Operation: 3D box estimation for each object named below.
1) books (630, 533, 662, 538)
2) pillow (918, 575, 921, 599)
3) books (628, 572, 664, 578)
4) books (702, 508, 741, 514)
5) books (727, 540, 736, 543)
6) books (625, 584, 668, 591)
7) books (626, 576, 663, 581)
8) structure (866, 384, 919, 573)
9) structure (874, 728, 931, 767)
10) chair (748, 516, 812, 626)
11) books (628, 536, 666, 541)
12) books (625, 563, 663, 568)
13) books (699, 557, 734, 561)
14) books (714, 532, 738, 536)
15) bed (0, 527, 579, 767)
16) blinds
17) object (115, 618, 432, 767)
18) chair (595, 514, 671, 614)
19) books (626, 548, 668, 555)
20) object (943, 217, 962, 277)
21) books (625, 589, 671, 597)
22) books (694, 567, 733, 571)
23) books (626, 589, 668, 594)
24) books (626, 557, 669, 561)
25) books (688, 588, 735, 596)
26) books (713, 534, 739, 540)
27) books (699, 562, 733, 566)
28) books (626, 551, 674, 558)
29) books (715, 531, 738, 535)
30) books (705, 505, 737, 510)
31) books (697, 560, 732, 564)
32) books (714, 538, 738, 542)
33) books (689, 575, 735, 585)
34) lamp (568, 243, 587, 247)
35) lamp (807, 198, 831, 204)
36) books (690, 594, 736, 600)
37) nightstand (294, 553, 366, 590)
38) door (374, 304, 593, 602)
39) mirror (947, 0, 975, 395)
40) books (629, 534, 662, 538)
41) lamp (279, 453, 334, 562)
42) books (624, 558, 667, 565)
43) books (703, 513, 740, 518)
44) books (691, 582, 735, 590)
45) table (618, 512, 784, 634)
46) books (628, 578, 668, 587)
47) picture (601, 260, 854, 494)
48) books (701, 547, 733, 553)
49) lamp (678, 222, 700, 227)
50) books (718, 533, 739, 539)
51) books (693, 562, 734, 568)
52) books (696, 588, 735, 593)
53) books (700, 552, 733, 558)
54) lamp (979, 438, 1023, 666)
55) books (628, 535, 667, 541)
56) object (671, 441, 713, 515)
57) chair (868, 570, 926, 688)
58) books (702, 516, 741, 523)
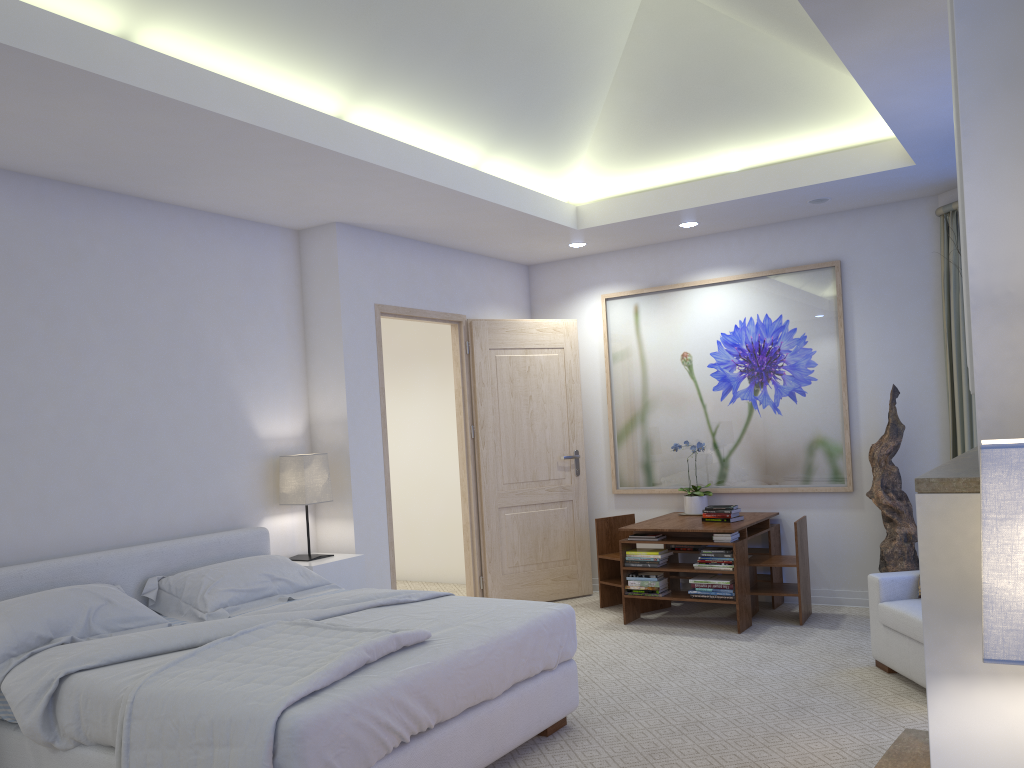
[{"bbox_3d":[0.831,0.943,5.508,0.177,0.009,0.113,-5,-3,33],"label":"books"},{"bbox_3d":[2.042,0.869,4.127,0.285,0.272,0.187,-4,-1,42],"label":"pillow"},{"bbox_3d":[0.832,1.183,5.490,0.198,0.017,0.114,-5,-3,33],"label":"books"},{"bbox_3d":[1.318,0.796,5.565,0.206,0.020,0.124,-6,-4,43],"label":"books"},{"bbox_3d":[1.262,0.916,5.215,0.103,0.013,0.142,-5,-3,33],"label":"books"},{"bbox_3d":[0.835,1.252,5.490,0.233,0.023,0.141,-5,-3,33],"label":"books"},{"bbox_3d":[0.829,1.200,5.495,0.205,0.019,0.119,-5,-3,33],"label":"books"},{"bbox_3d":[2.281,0.697,5.298,0.306,1.394,0.263,-3,0,33],"label":"structure"},{"bbox_3d":[1.054,1.237,2.324,0.329,0.172,1.453,-5,-3,33],"label":"structure"},{"bbox_3d":[1.619,1.132,5.435,0.340,0.610,0.340,-4,0,28],"label":"chair"},{"bbox_3d":[0.839,0.954,5.496,0.201,0.014,0.136,-5,-3,33],"label":"books"},{"bbox_3d":[0.834,1.116,5.504,0.217,0.020,0.157,-5,-3,33],"label":"books"},{"bbox_3d":[1.237,1.029,5.258,0.218,0.017,0.137,-5,-3,33],"label":"books"},{"bbox_3d":[1.262,0.881,5.214,0.100,0.012,0.140,-5,-3,33],"label":"books"},{"bbox_3d":[-0.971,1.097,3.645,2.023,0.815,1.967,-5,-3,32],"label":"bed"},{"bbox_3d":[2.526,0.177,5.057,0.294,2.375,0.643,-3,0,-16],"label":"blinds"},{"bbox_3d":[-0.763,1.100,2.967,0.719,0.466,0.912,-4,-2,29],"label":"object"},{"bbox_3d":[0.816,1.206,5.980,0.340,0.610,0.341,-3,0,-32],"label":"chair"},{"bbox_3d":[0.842,1.042,5.505,0.218,0.019,0.156,-5,-3,33],"label":"books"},{"bbox_3d":[1.395,-0.163,2.664,0.193,0.693,0.189,-3,0,-29],"label":"object"},{"bbox_3d":[0.849,1.291,5.495,0.243,0.019,0.168,-5,-3,33],"label":"books"},{"bbox_3d":[1.232,1.084,5.265,0.240,0.017,0.172,-5,-3,38],"label":"books"},{"bbox_3d":[0.841,1.272,5.495,0.218,0.021,0.156,-5,-3,33],"label":"books"},{"bbox_3d":[0.841,1.077,5.504,0.222,0.020,0.154,-5,-3,33],"label":"books"},{"bbox_3d":[1.217,1.229,5.275,0.285,0.018,0.181,-5,-3,33],"label":"books"},{"bbox_3d":[1.263,0.899,5.221,0.108,0.020,0.150,-5,-3,33],"label":"books"},{"bbox_3d":[1.233,1.057,5.254,0.205,0.011,0.148,-5,-3,33],"label":"books"},{"bbox_3d":[0.858,1.058,5.504,0.240,0.019,0.172,-5,-3,38],"label":"books"},{"bbox_3d":[1.262,0.881,5.214,0.103,0.013,0.142,-5,-3,33],"label":"books"},{"bbox_3d":[1.317,0.777,5.563,0.180,0.018,0.125,-5,-3,28],"label":"books"},{"bbox_3d":[1.228,1.045,5.259,0.209,0.015,0.145,-5,-3,33],"label":"books"},{"bbox_3d":[1.262,0.916,5.216,0.101,0.012,0.140,-5,-3,33],"label":"books"},{"bbox_3d":[1.208,1.167,5.284,0.249,0.022,0.179,-5,-3,33],"label":"books"},{"bbox_3d":[0.454,-0.958,6.132,0.137,0.014,0.137,-4,-3,5],"label":"lamp"},{"bbox_3d":[1.820,-1.080,5.252,0.137,0.014,0.137,-4,-3,5],"label":"lamp"},{"bbox_3d":[1.229,1.251,5.284,0.277,0.032,0.192,-5,-3,33],"label":"books"},{"bbox_3d":[-1.668,1.263,4.017,0.401,0.600,2.548,-4,-2,33],"label":"nightstand"},{"bbox_3d":[-0.221,0.544,6.021,1.781,2.056,0.361,-3,0,-40],"label":"door"},{"bbox_3d":[1.159,-0.445,2.182,0.039,0.940,0.839,-3,-1,33],"label":"mirror"},{"bbox_3d":[0.831,0.943,5.508,0.174,0.008,0.111,-5,-3,33],"label":"books"},{"bbox_3d":[-1.149,0.685,4.958,0.210,0.583,0.210,-3,0,33],"label":"lamp"},{"bbox_3d":[0.835,1.097,5.501,0.235,0.019,0.143,-5,-3,33],"label":"books"},{"bbox_3d":[1.315,0.820,5.568,0.190,0.031,0.131,-5,-3,38],"label":"books"},{"bbox_3d":[1.219,1.191,5.279,0.257,0.033,0.155,-5,-3,33],"label":"books"},{"bbox_3d":[1.230,1.172,5.678,0.741,0.600,0.899,-4,-2,33],"label":"table"},{"bbox_3d":[0.844,1.224,5.482,0.208,0.036,0.144,-5,-3,33],"label":"books"},{"bbox_3d":[1.407,0.013,6.044,1.683,1.460,0.030,-4,0,33],"label":"picture"},{"bbox_3d":[1.229,0.988,5.260,0.177,0.017,0.113,-5,-3,33],"label":"books"},{"bbox_3d":[1.136,-1.019,5.692,0.137,0.014,0.137,-4,-3,5],"label":"lamp"},{"bbox_3d":[1.263,0.899,5.220,0.112,0.022,0.153,-5,-3,33],"label":"books"},{"bbox_3d":[1.230,1.070,5.272,0.249,0.015,0.179,-5,-3,33],"label":"books"},{"bbox_3d":[1.236,1.212,5.259,0.235,0.018,0.169,-5,-3,38],"label":"books"},{"bbox_3d":[1.237,1.008,5.257,0.206,0.026,0.124,-5,-3,38],"label":"books"},{"bbox_3d":[0.498,0.658,0.333,0.319,1.206,2.362,-3,-2,21],"label":"lamp"},{"bbox_3d":[0.838,0.954,5.496,0.201,0.015,0.140,-5,-3,33],"label":"books"},{"bbox_3d":[1.226,0.637,6.037,0.305,0.504,0.215,-4,0,33],"label":"object"},{"bbox_3d":[2.078,0.986,3.941,0.687,0.706,0.807,-3,-1,-2],"label":"chair"},{"bbox_3d":[1.326,0.847,5.572,0.154,0.027,0.213,-1,-4,-42],"label":"books"}]
